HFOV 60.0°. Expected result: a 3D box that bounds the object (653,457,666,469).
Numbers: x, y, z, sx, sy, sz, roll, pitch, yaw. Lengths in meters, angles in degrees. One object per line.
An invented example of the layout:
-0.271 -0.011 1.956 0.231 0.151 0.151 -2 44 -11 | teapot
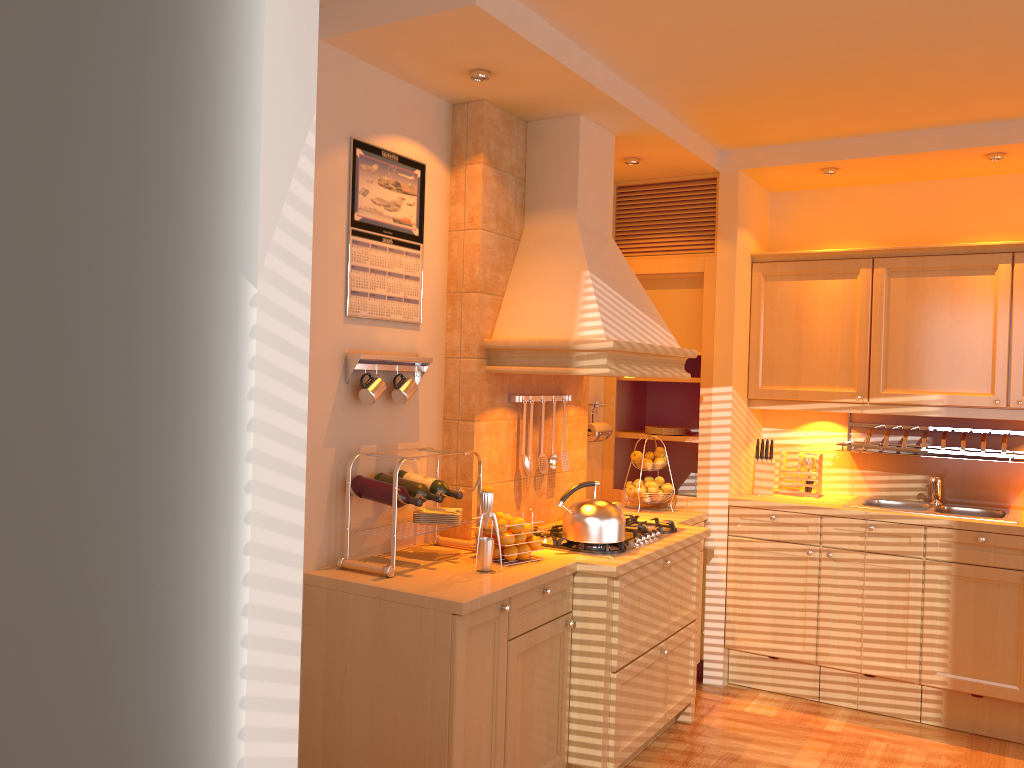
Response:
0.746 0.399 4.477 0.064 0.063 0.063 1 1 -42 | object

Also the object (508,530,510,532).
-0.029 0.548 3.266 0.061 0.054 0.053 2 1 37 | object

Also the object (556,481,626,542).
0.317 0.481 3.416 0.242 0.215 0.251 2 1 18 | object

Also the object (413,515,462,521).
-0.268 0.485 3.217 0.172 0.011 0.163 2 1 0 | object

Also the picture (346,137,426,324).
-0.444 -0.532 3.178 0.009 0.605 0.417 2 1 31 | picture

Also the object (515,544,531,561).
0.031 0.599 3.167 0.074 0.063 0.064 2 1 11 | object

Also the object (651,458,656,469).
0.722 0.404 4.535 0.058 0.059 0.058 1 1 -28 | object

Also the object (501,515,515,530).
-0.014 0.498 3.184 0.063 0.053 0.051 2 1 -8 | object

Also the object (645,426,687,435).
0.830 0.253 4.785 0.222 0.039 0.222 1 1 -42 | object

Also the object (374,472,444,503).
-0.356 0.364 3.068 0.282 0.095 0.076 2 1 31 | object

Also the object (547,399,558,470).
0.172 0.222 3.910 0.037 0.309 0.077 2 1 30 | object

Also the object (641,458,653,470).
0.680 0.404 4.470 0.064 0.058 0.063 2 1 -3 | object

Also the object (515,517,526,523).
0.022 0.514 3.244 0.063 0.053 0.051 2 1 4 | object

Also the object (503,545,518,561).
-0.004 0.593 3.117 0.052 0.057 0.060 2 1 -7 | object

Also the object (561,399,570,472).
0.242 0.231 3.990 0.020 0.323 0.061 2 1 31 | object

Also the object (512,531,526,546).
0.022 0.548 3.151 0.052 0.053 0.062 1 1 -37 | object

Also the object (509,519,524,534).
0.014 0.503 3.131 0.053 0.051 0.063 2 1 38 | object

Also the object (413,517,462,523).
-0.268 0.491 3.217 0.172 0.011 0.163 2 1 0 | object

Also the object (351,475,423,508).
-0.415 0.363 2.969 0.282 0.095 0.076 2 1 31 | object

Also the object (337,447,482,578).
-0.335 0.429 3.121 0.221 0.379 0.572 2 1 31 | object

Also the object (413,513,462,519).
-0.267 0.478 3.217 0.172 0.011 0.163 2 1 0 | object

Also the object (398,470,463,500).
-0.297 0.365 3.168 0.282 0.095 0.076 2 1 31 | object

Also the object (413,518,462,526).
-0.268 0.498 3.217 0.172 0.011 0.163 2 1 0 | object

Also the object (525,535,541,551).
0.077 0.574 3.199 0.052 0.054 0.061 1 1 -32 | object

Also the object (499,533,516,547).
-0.017 0.546 3.102 0.063 0.051 0.053 1 1 -40 | object

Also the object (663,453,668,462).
0.768 0.376 4.526 0.058 0.060 0.057 1 1 -38 | object

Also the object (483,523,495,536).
-0.076 0.516 3.158 0.063 0.051 0.053 2 1 36 | object

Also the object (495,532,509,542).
-0.034 0.543 3.157 0.051 0.053 0.064 2 1 -6 | object

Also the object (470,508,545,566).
-0.016 0.541 3.195 0.207 0.174 0.189 1 1 -44 | object

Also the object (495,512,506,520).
-0.044 0.498 3.254 0.059 0.060 0.050 2 1 -9 | object

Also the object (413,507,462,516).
-0.267 0.465 3.216 0.172 0.011 0.163 2 1 0 | object

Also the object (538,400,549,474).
0.138 0.227 3.819 0.017 0.320 0.090 2 1 31 | object

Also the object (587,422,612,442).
0.431 0.245 4.549 0.096 0.094 0.186 2 1 31 | object

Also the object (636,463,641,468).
0.662 0.402 4.526 0.057 0.056 0.051 2 1 -9 | object

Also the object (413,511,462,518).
-0.267 0.471 3.216 0.172 0.011 0.163 2 1 0 | object

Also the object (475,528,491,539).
-0.105 0.543 3.189 0.060 0.055 0.053 2 1 34 | object

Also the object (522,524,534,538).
0.052 0.527 3.195 0.053 0.052 0.061 2 1 4 | object

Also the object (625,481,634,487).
0.608 0.525 4.568 0.046 0.047 0.044 1 1 -38 | object

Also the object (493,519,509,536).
-0.038 0.505 3.120 0.057 0.060 0.052 2 1 -21 | object

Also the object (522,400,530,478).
0.061 0.228 3.679 0.028 0.323 0.055 2 1 31 | object

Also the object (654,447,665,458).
0.747 0.347 4.489 0.055 0.059 0.058 2 1 -13 | object

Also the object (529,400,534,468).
0.081 0.226 3.734 0.006 0.319 0.028 2 1 31 | object

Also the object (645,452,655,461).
0.701 0.369 4.511 0.050 0.051 0.051 1 1 -35 | object

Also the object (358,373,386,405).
-0.479 0.017 3.047 0.066 0.111 0.103 2 1 24 | object

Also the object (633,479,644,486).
0.641 0.508 4.478 0.055 0.058 0.056 2 1 -23 | object

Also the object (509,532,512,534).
0.011 0.561 3.219 0.062 0.053 0.051 2 1 -1 | object

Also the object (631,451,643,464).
0.633 0.370 4.488 0.063 0.064 0.061 2 1 40 | object
